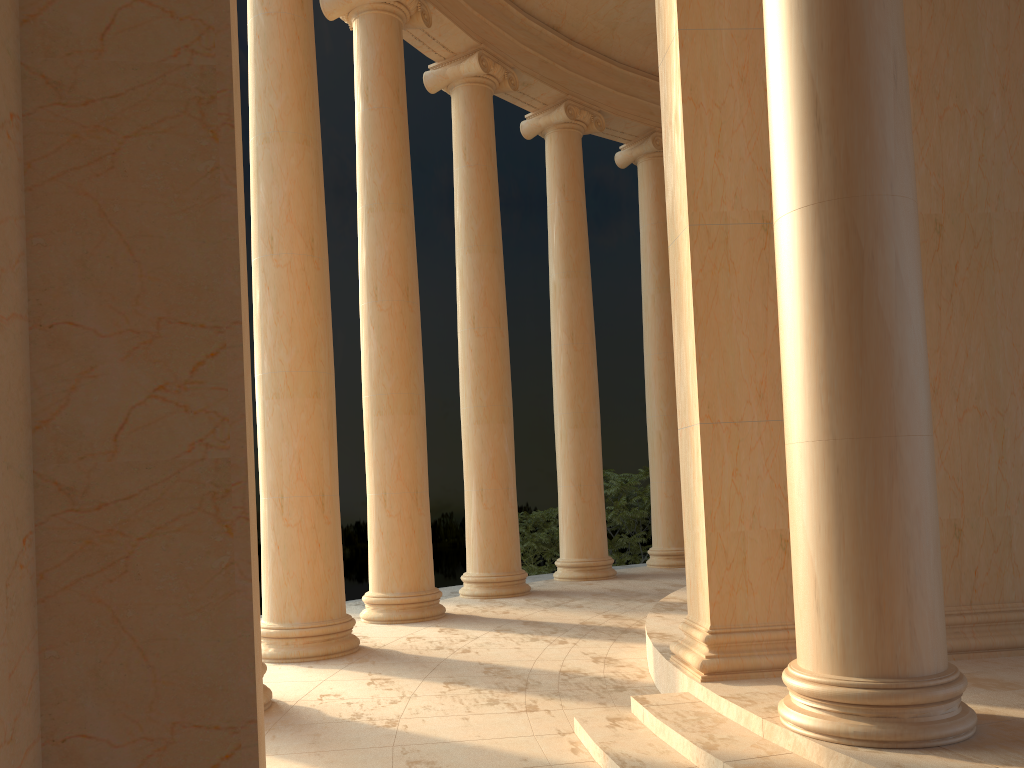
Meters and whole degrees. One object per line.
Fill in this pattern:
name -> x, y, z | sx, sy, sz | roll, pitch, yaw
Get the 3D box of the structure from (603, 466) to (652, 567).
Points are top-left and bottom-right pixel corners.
structure -> 223.078, 296.122, 1603.324 | 247.102, 298.545, 238.614 | -3, -4, -3

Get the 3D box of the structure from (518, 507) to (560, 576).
structure -> 36.057, 307.303, 1514.897 | 149.305, 187.732, 156.190 | -3, -4, 7
